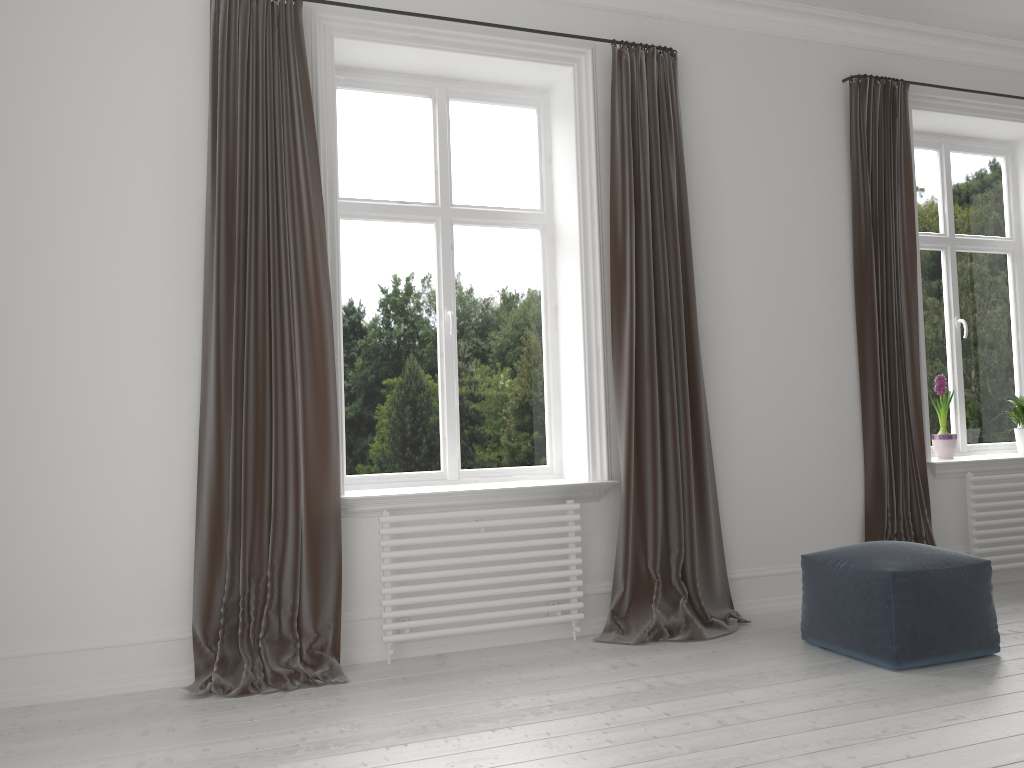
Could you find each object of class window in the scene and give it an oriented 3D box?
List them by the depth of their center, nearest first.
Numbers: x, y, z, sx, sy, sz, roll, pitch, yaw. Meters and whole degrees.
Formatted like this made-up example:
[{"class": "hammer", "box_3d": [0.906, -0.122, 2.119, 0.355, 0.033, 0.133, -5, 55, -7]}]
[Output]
[{"class": "window", "box_3d": [-0.302, -0.483, 4.169, 1.112, 1.956, 0.120, -1, -3, -21]}, {"class": "window", "box_3d": [2.651, -0.526, 5.288, 1.112, 1.956, 0.120, -1, -3, -21]}]

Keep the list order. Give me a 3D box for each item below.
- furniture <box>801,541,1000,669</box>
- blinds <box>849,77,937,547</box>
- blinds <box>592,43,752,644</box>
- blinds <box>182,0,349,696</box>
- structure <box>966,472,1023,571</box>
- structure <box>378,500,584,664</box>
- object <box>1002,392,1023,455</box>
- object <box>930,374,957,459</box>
[{"class": "furniture", "box_3d": [1.533, 0.847, 3.558, 0.646, 0.423, 0.646, -1, -3, -20]}, {"class": "blinds", "box_3d": [1.998, -0.259, 4.516, 0.582, 2.681, 0.294, -1, -3, -14]}, {"class": "blinds", "box_3d": [0.686, -0.243, 3.969, 0.769, 2.680, 0.318, -1, -3, -25]}, {"class": "blinds", "box_3d": [-0.956, -0.217, 3.377, 0.595, 2.681, 0.246, -1, -3, -12]}, {"class": "structure", "box_3d": [2.829, 0.801, 4.875, 0.887, 0.670, 0.114, -1, -3, -21]}, {"class": "structure", "box_3d": [-0.127, 0.845, 3.758, 0.887, 0.670, 0.120, -1, -3, -21]}, {"class": "object", "box_3d": [3.019, 0.224, 5.178, 0.215, 0.369, 0.284, 1, -4, -42]}, {"class": "object", "box_3d": [2.431, 0.183, 5.000, 0.129, 0.476, 0.129, -3, -3, 29]}]
